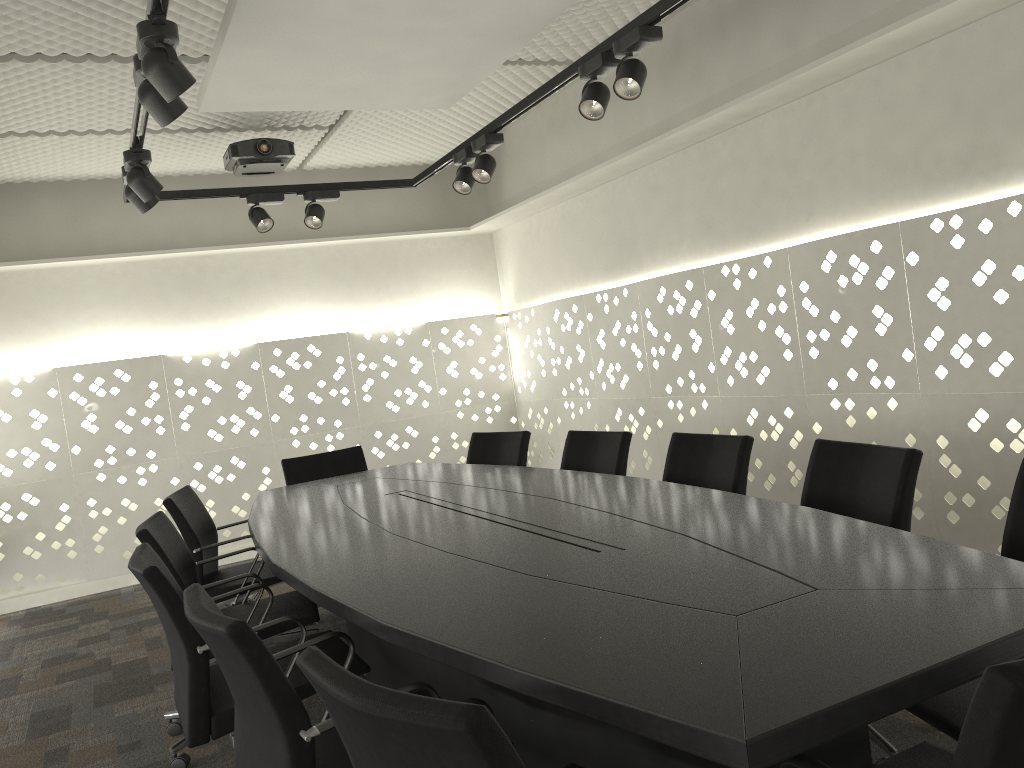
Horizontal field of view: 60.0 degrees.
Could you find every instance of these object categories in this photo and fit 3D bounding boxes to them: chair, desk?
[{"bbox_3d":[-0.703,0.778,2.379,0.579,0.757,0.559,-9,2,-20],"label":"chair"},{"bbox_3d":[-0.150,0.628,4.126,0.579,0.757,0.559,-10,3,-35],"label":"chair"},{"bbox_3d":[1.009,0.563,1.685,0.579,0.757,0.559,-8,2,-5],"label":"chair"},{"bbox_3d":[-0.932,0.786,2.974,0.579,0.757,0.559,-9,2,-10],"label":"chair"},{"bbox_3d":[-0.339,0.750,1.788,0.579,0.757,0.559,-9,3,-25],"label":"chair"},{"bbox_3d":[-0.812,0.713,4.338,0.559,0.757,0.579,-9,2,-20],"label":"chair"},{"bbox_3d":[0.241,0.595,3.565,0.579,0.757,0.559,-9,3,-25],"label":"chair"},{"bbox_3d":[0.029,0.718,1.296,0.579,0.757,0.559,-10,3,-35],"label":"chair"},{"bbox_3d":[-0.070,0.725,2.717,1.223,0.658,3.364,-9,3,-25],"label":"desk"},{"bbox_3d":[0.813,0.564,2.350,0.579,0.757,0.559,-9,2,-10],"label":"chair"},{"bbox_3d":[0.624,0.639,1.176,0.559,0.757,0.579,-9,2,-20],"label":"chair"},{"bbox_3d":[-1.117,0.783,3.688,0.579,0.757,0.559,-8,2,-5],"label":"chair"},{"bbox_3d":[0.559,0.574,2.975,0.579,0.757,0.559,-9,2,-20],"label":"chair"}]

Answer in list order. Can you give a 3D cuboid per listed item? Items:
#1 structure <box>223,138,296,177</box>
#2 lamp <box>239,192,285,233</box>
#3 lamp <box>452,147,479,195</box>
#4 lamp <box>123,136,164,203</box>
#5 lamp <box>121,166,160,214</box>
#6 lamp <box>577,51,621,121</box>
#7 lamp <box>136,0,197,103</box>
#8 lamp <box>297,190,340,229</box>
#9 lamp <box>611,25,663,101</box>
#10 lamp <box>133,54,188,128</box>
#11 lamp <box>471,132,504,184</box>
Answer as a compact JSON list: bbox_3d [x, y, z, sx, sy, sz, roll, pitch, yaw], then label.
[{"bbox_3d":[-1.337,-1.195,4.681,0.327,0.144,0.371,-9,3,-25],"label":"structure"},{"bbox_3d":[-1.221,-0.857,4.367,0.213,0.224,0.126,-9,3,-22],"label":"lamp"},{"bbox_3d":[-0.217,-0.988,4.083,0.126,0.224,0.213,-9,3,-22],"label":"lamp"},{"bbox_3d":[-1.387,-0.791,3.336,0.126,0.224,0.213,-9,3,-22],"label":"lamp"},{"bbox_3d":[-1.481,-0.786,3.538,0.126,0.224,0.213,-9,3,-22],"label":"lamp"},{"bbox_3d":[0.285,-1.015,3.014,0.126,0.224,0.213,-9,3,-22],"label":"lamp"},{"bbox_3d":[-0.874,-0.819,2.243,0.126,0.224,0.213,-9,3,-22],"label":"lamp"},{"bbox_3d":[-0.971,-0.898,4.496,0.214,0.224,0.118,-10,3,-36],"label":"lamp"},{"bbox_3d":[0.379,-1.021,2.812,0.126,0.224,0.213,-9,3,-22],"label":"lamp"},{"bbox_3d":[-0.969,-0.814,2.446,0.126,0.224,0.213,-9,3,-22],"label":"lamp"},{"bbox_3d":[-0.122,-0.993,3.881,0.126,0.224,0.213,-9,3,-22],"label":"lamp"}]
